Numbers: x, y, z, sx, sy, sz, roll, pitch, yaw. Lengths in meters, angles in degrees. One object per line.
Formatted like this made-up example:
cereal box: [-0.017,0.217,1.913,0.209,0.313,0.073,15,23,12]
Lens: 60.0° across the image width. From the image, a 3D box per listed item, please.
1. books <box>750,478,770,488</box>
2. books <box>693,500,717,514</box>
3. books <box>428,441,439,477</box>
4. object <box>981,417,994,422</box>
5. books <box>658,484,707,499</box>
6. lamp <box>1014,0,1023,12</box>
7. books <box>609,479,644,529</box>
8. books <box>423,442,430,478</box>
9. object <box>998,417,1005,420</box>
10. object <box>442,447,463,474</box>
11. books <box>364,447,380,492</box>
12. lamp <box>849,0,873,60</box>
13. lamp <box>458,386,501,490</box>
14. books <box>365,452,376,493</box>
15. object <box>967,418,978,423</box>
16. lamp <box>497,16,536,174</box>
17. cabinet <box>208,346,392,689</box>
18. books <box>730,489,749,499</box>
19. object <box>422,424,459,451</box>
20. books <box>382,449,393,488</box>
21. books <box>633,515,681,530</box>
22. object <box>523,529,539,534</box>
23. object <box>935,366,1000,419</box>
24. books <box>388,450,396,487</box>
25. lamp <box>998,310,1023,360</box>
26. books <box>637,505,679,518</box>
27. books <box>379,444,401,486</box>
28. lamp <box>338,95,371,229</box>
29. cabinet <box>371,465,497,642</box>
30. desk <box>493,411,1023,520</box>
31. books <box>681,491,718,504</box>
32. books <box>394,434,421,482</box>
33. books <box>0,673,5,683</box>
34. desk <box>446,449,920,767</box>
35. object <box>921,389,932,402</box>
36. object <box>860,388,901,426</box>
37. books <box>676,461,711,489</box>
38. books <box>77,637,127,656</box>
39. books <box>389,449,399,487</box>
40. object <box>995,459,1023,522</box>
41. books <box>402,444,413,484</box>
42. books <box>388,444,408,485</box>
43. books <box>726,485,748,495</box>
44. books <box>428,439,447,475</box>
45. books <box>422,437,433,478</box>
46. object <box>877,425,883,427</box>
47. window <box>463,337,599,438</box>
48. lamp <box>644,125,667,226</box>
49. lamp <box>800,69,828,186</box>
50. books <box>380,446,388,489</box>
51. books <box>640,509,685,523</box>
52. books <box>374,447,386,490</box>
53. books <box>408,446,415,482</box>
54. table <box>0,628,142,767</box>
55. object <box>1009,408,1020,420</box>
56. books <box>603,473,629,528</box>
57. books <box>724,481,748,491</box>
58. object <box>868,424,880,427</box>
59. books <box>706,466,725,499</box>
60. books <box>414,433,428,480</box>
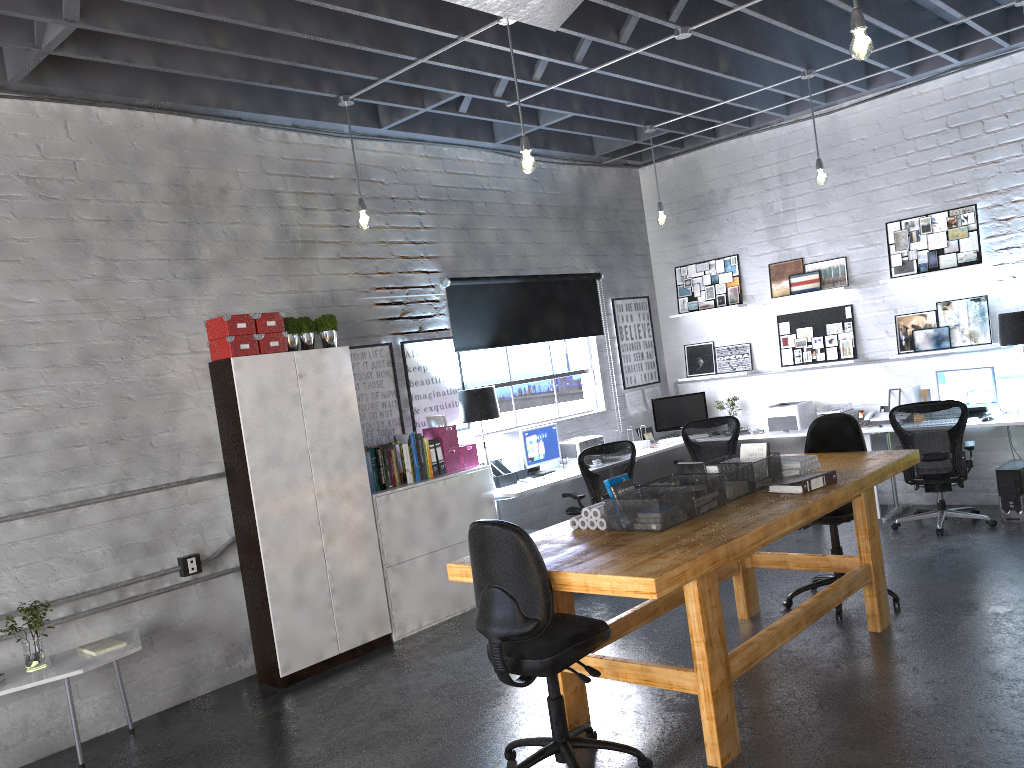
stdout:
books: [1.254,0.539,4.814,0.249,0.031,0.184,-7,2,45]
books: [0.866,0.610,4.403,0.251,0.031,0.185,-7,2,40]
books: [-0.655,0.567,6.676,0.060,0.267,0.219,-10,3,-42]
object: [3.789,0.277,7.063,0.114,0.036,0.058,-9,2,-32]
books: [0.848,0.538,4.405,0.232,0.027,0.184,-8,1,15]
lamp: [3.416,-2.106,5.836,0.104,0.879,0.104,-6,3,43]
books: [0.559,0.567,4.220,0.097,0.209,0.157,-6,3,43]
books: [-0.687,0.571,6.599,0.161,0.266,0.026,-6,3,43]
object: [3.905,0.274,7.068,0.046,0.009,0.121,-8,1,28]
object: [-0.521,0.590,6.815,0.214,0.177,0.161,-7,2,43]
books: [-1.029,0.606,6.262,0.180,0.310,0.060,-6,3,43]
lamp: [1.378,-1.767,3.627,0.104,0.879,0.104,-6,3,43]
lamp: [-0.231,0.448,7.203,0.333,0.832,0.333,-8,2,4]
books: [-1.046,0.621,6.208,0.174,0.286,0.044,-6,3,43]
object: [3.576,0.307,7.269,0.422,0.028,0.180,-7,2,38]
lamp: [0.032,-1.601,4.894,0.104,0.879,0.104,-6,3,43]
cabinet: [-1.354,0.818,5.795,0.292,2.048,0.872,-6,3,43]
books: [1.092,0.577,4.657,0.249,0.021,0.176,-7,2,44]
object: [-0.547,0.416,6.808,0.214,0.177,0.161,-7,2,43]
books: [-0.938,0.608,6.340,0.168,0.275,0.037,-6,3,43]
books: [0.694,0.641,4.143,0.155,0.029,0.225,-7,2,43]
object: [0.104,1.407,7.199,0.478,0.411,0.200,-7,2,43]
object: [3.824,0.072,7.395,0.211,0.417,0.465,-10,2,-42]
books: [-0.909,0.608,6.358,0.161,0.266,0.026,-6,3,43]
lamp: [4.090,-0.169,7.070,0.333,0.832,0.333,-8,2,4]
books: [0.684,0.595,4.138,0.128,0.022,0.181,-7,2,38]
books: [-0.880,0.587,6.400,0.159,0.299,0.026,-6,3,43]
lamp: [-1.044,-1.468,5.907,0.104,0.879,0.104,-6,3,43]
cabinet: [-0.655,1.219,6.638,0.466,1.022,1.150,-6,2,43]
desk: [2.013,0.943,7.230,3.578,0.786,3.293,-7,2,43]
books: [0.861,0.561,4.402,0.205,0.022,0.251,-9,2,-42]
books: [-0.770,0.544,6.523,0.176,0.346,0.052,-6,3,43]
books: [-2.726,1.523,4.469,0.250,0.031,0.185,-8,1,-5]
desk: [1.127,1.053,4.634,1.116,0.927,2.828,-7,2,43]
object: [3.548,0.186,7.668,0.087,0.259,0.236,-6,3,43]
object: [3.330,0.202,7.879,0.406,0.280,0.399,-7,2,43]
books: [0.939,0.504,4.559,0.158,0.214,0.063,-6,3,43]
books: [-2.273,1.454,4.913,0.249,0.021,0.176,-7,2,43]
books: [-0.889,0.605,6.376,0.161,0.266,0.027,-6,3,43]
object: [4.041,0.844,7.082,0.180,0.411,0.475,-6,2,43]
books: [-0.813,0.582,6.465,0.174,0.286,0.044,-6,3,43]
books: [-0.851,0.585,6.429,0.171,0.293,0.057,-6,3,43]
books: [1.089,0.557,4.656,0.249,0.021,0.176,-7,2,43]
books: [-0.615,0.558,6.720,0.220,0.271,0.082,-6,3,43]
books: [-0.669,0.552,6.615,0.159,0.299,0.026,-6,3,43]
object: [3.176,0.362,7.651,0.017,0.016,0.076,-8,1,3]
window: [0.161,-0.239,8.138,0.030,1.220,1.819,-6,2,43]
lamp: [1.275,-1.841,7.849,0.104,0.879,0.104,-6,3,43]
lamp: [2.339,-1.972,6.849,0.104,0.879,0.104,-6,3,43]
books: [-0.974,0.600,6.322,0.183,0.302,0.034,-6,3,43]
books: [0.693,0.616,4.140,0.141,0.021,0.203,-7,2,44]
books: [-0.981,0.602,6.282,0.183,0.302,0.034,-6,3,43]
books: [-0.792,0.589,6.495,0.161,0.266,0.027,-6,3,43]
table: [-2.452,1.766,4.623,0.517,0.532,1.334,-7,2,43]
object: [3.913,0.238,6.911,0.069,0.083,0.090,-7,2,42]
books: [0.543,0.557,4.253,0.108,0.234,0.165,-6,3,43]
books: [1.086,0.537,4.655,0.249,0.021,0.176,-7,2,43]
object: [3.155,0.364,7.737,0.125,0.011,0.011,-8,2,-9]
books: [1.011,0.508,4.535,0.143,0.188,0.061,-6,3,43]
books: [-0.732,0.542,6.571,0.197,0.339,0.065,-6,3,43]
